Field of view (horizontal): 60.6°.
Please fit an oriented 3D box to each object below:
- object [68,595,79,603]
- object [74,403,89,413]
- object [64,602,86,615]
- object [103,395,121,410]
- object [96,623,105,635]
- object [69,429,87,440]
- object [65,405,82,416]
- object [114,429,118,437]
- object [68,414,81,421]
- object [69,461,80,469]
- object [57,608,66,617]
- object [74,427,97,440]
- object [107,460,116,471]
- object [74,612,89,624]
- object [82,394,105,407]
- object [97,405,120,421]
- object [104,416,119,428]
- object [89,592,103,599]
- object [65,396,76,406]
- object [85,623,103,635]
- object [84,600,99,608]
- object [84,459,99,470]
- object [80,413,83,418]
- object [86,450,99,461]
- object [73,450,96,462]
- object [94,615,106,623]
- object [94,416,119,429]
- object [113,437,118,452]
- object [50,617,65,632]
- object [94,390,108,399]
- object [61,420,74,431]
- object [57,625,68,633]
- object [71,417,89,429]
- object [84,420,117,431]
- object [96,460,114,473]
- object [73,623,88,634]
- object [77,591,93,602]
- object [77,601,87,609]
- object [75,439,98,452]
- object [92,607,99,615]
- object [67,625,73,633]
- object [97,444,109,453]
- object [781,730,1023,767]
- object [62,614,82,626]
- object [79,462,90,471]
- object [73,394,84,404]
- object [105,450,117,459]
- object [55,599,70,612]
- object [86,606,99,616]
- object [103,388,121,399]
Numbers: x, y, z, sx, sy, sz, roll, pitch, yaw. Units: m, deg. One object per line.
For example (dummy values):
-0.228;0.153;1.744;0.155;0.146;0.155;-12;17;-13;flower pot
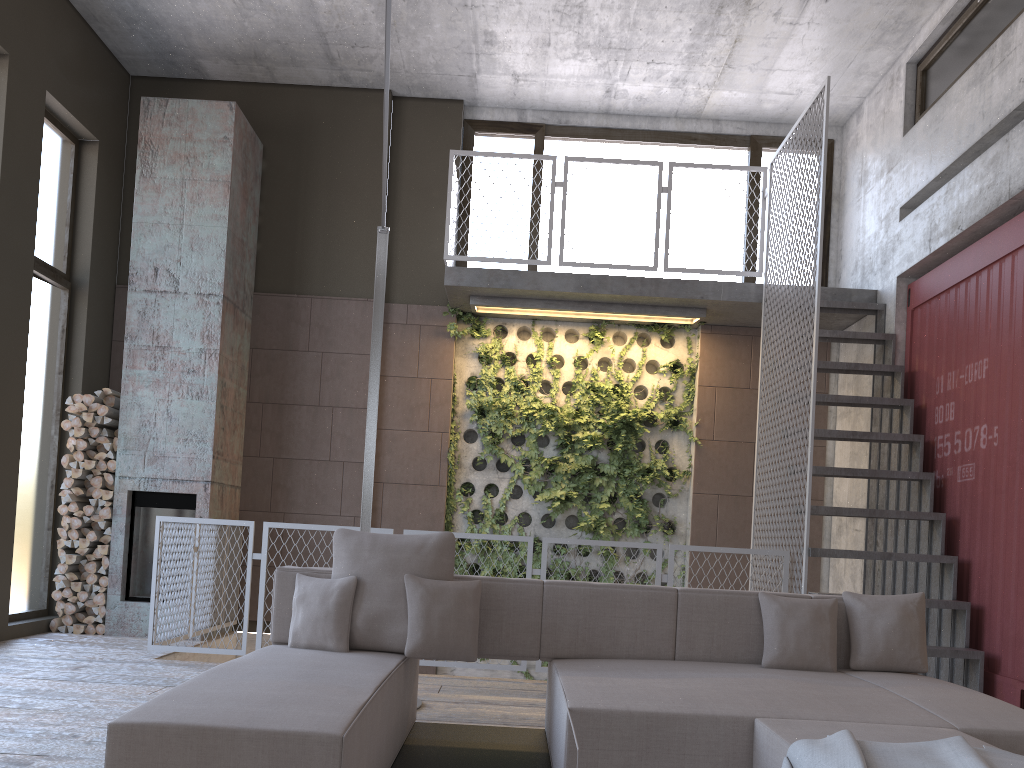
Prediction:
-3.661;1.821;7.464;0.089;0.056;0.337;3;-10;0;object
-3.581;0.234;7.490;0.113;0.079;0.441;3;-10;0;object
-3.671;1.891;7.432;0.098;0.105;0.298;3;-9;1;object
-3.415;0.173;7.582;0.099;0.106;0.298;3;-9;1;object
-3.419;2.079;7.508;0.091;0.091;0.443;3;-10;0;object
-3.660;0.445;7.498;0.067;0.066;0.429;3;-10;0;object
-3.681;0.246;7.528;0.122;0.067;0.369;3;-10;2;object
-3.335;0.445;7.614;0.100;0.101;0.297;3;-9;2;object
-3.672;0.316;7.514;0.066;0.085;0.431;3;-10;-2;object
-3.671;0.713;7.533;0.067;0.066;0.429;3;-10;0;object
-3.749;1.918;7.391;0.045;0.072;0.255;3;-9;0;object
-3.584;0.439;7.496;0.093;0.082;0.486;3;-10;0;object
-3.343;0.717;7.545;0.091;0.091;0.443;3;-10;0;object
-3.621;1.994;7.530;0.101;0.085;0.368;3;-10;0;object
-3.530;0.162;7.448;0.104;0.101;0.296;3;-9;0;object
-3.403;0.258;7.505;0.093;0.092;0.443;3;-10;0;object
-3.366;0.340;7.509;0.066;0.066;0.429;3;-10;0;object
-3.492;1.799;7.514;0.067;0.070;0.429;3;-10;0;object
-3.684;0.172;7.503;0.067;0.068;0.429;3;-10;0;object
-3.506;2.082;7.512;0.091;0.088;0.462;3;-10;0;object
-3.500;1.860;7.485;0.122;0.067;0.369;3;-10;2;object
-3.514;0.714;7.531;0.093;0.082;0.486;3;-10;0;object
-3.611;0.306;7.599;0.071;0.070;0.429;3;-10;0;object
-3.544;0.633;7.567;0.101;0.085;0.368;3;-10;0;object
-3.623;0.640;7.541;0.092;0.092;0.443;3;-10;0;object
-3.441;1.987;7.501;0.071;0.072;0.429;3;-10;0;object
-3.447;0.336;7.509;0.067;0.065;0.429;3;-10;0;object
-3.323;0.536;7.541;0.063;0.124;0.369;3;-9;-1;object
-3.810;2.037;7.459;0.064;0.123;0.369;3;-9;-1;object
-3.477;0.120;7.527;0.065;0.072;0.364;3;-10;-1;object
-3.701;0.379;7.495;0.091;0.091;0.443;3;-10;0;object
-3.747;2.075;7.495;0.067;0.066;0.429;3;-10;0;object
-3.612;0.359;7.492;0.091;0.088;0.462;3;-10;0;object
-3.513;0.374;7.521;0.115;0.078;0.441;3;-10;0;object
-3.430;0.721;7.549;0.091;0.088;0.462;3;-10;0;object
-3.590;2.075;7.493;0.093;0.082;0.486;3;-10;0;object
-3.563;1.800;7.485;0.091;0.088;0.462;3;-10;-1;object
-3.603;1.868;7.489;0.064;0.073;0.364;3;-10;-1;object
-3.595;0.529;7.469;0.098;0.105;0.298;3;-9;1;object
-3.469;1.930;7.495;0.067;0.084;0.431;3;-10;-2;object
-3.666;2.081;7.495;0.067;0.066;0.429;3;-10;0;object
-3.483;0.585;7.603;0.104;0.101;0.296;3;-9;0;object
0.990;1.060;1.684;1.043;0.497;1.622;0;-10;19;object
-3.699;2.001;7.504;0.092;0.092;0.443;3;-10;0;object
-3.590;0.720;7.532;0.067;0.066;0.429;3;-10;0;object
-3.621;0.165;7.532;0.091;0.089;0.462;3;-10;-1;object
-3.365;0.626;7.538;0.071;0.072;0.429;3;-10;0;object
-3.765;1.884;7.477;0.101;0.101;0.297;3;-9;2;object
-3.559;1.946;7.565;0.104;0.101;0.296;3;-9;0;object
-3.413;0.091;7.554;0.087;0.055;0.337;3;-10;0;object
